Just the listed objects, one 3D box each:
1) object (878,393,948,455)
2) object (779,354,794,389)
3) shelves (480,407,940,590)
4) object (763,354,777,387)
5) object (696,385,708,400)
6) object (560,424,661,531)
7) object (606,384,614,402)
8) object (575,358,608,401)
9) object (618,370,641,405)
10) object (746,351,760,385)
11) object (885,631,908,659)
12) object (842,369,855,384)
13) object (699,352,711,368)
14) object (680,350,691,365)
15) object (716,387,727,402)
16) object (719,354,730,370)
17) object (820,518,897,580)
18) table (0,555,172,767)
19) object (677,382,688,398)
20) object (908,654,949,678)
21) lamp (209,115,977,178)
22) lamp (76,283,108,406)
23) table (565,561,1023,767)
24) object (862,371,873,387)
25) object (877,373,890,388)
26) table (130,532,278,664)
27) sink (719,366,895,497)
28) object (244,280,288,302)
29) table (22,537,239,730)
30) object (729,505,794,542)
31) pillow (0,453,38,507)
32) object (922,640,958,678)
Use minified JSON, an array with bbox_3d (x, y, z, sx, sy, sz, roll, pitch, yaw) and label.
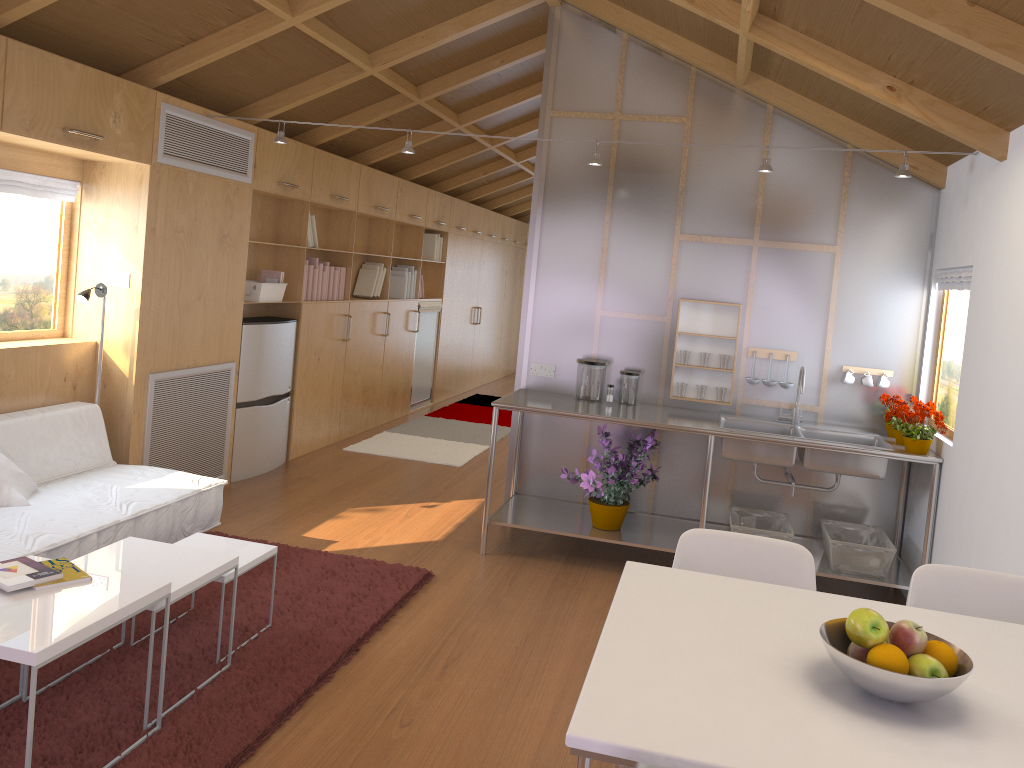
[{"bbox_3d":[1.922,0.184,4.283,0.233,0.234,0.691,6,7,13],"label":"object"},{"bbox_3d":[1.460,-0.063,4.684,0.075,0.182,0.074,8,5,44],"label":"object"},{"bbox_3d":[0.954,0.582,4.539,2.096,0.750,0.634,7,5,13],"label":"shelves"},{"bbox_3d":[1.377,-0.073,4.703,0.075,0.182,0.074,8,5,44],"label":"object"},{"bbox_3d":[1.025,0.046,4.790,0.061,0.076,0.062,4,4,-13],"label":"object"},{"bbox_3d":[0.509,0.470,4.525,0.525,0.550,0.353,6,4,4],"label":"object"},{"bbox_3d":[0.528,0.050,4.755,0.037,0.092,0.037,7,4,28],"label":"object"},{"bbox_3d":[0.432,-0.022,4.855,0.172,0.214,0.172,7,5,26],"label":"object"},{"bbox_3d":[0.637,0.021,4.828,0.113,0.176,0.113,8,5,33],"label":"object"},{"bbox_3d":[1.294,-0.083,4.722,0.075,0.182,0.074,8,5,44],"label":"object"},{"bbox_3d":[0.716,0.486,1.627,0.070,0.078,0.069,1,6,-40],"label":"object"},{"bbox_3d":[1.766,-0.038,4.634,0.059,0.080,0.062,6,4,13],"label":"object"},{"bbox_3d":[1.041,-0.130,4.782,0.061,0.076,0.062,4,4,-13],"label":"object"},{"bbox_3d":[0.941,-0.142,4.806,0.061,0.076,0.061,7,5,25],"label":"object"},{"bbox_3d":[1.125,0.058,4.767,0.061,0.076,0.062,4,4,-13],"label":"object"},{"bbox_3d":[1.142,-0.118,4.759,0.061,0.076,0.062,4,4,-13],"label":"object"},{"bbox_3d":[1.670,0.804,4.304,0.299,0.158,0.416,7,7,13],"label":"object"},{"bbox_3d":[-1.300,0.788,2.372,0.486,0.436,0.526,6,5,13],"label":"table"},{"bbox_3d":[0.924,0.034,4.814,0.061,0.076,0.061,7,5,25],"label":"object"},{"bbox_3d":[0.713,0.502,1.525,0.070,0.069,0.077,6,5,13],"label":"object"},{"bbox_3d":[0.213,-1.170,4.357,3.835,0.152,0.073,7,4,13],"label":"lamp"},{"bbox_3d":[-2.028,0.106,4.299,0.182,1.192,0.256,5,3,-11],"label":"lamp"},{"bbox_3d":[0.736,0.925,1.664,1.211,0.739,0.902,7,5,13],"label":"table"},{"bbox_3d":[1.856,-0.025,4.608,0.059,0.081,0.062,7,5,20],"label":"object"},{"bbox_3d":[1.933,-0.018,4.595,0.059,0.080,0.062,6,4,13],"label":"object"},{"bbox_3d":[-1.109,0.766,3.214,0.342,0.307,0.371,6,5,13],"label":"table"},{"bbox_3d":[1.450,0.237,4.440,0.811,0.638,0.565,6,5,13],"label":"sink"},{"bbox_3d":[-1.629,-0.600,5.726,0.203,0.122,0.351,7,7,13],"label":"object"},{"bbox_3d":[-1.197,0.769,2.822,0.425,0.381,0.460,6,5,13],"label":"table"},{"bbox_3d":[1.229,0.751,4.407,0.299,0.158,0.416,7,7,13],"label":"object"},{"bbox_3d":[-2.015,0.342,3.458,0.267,0.251,0.348,3,6,-23],"label":"pillow"},{"bbox_3d":[0.758,0.493,1.578,0.067,0.066,0.068,2,6,-33],"label":"object"}]
